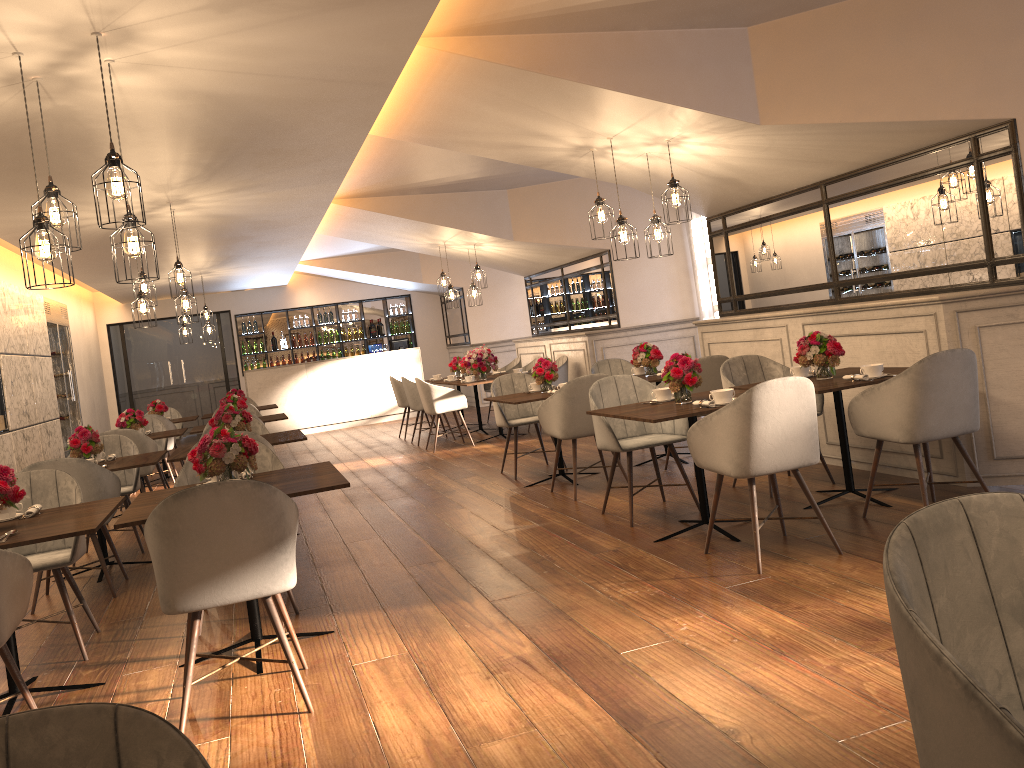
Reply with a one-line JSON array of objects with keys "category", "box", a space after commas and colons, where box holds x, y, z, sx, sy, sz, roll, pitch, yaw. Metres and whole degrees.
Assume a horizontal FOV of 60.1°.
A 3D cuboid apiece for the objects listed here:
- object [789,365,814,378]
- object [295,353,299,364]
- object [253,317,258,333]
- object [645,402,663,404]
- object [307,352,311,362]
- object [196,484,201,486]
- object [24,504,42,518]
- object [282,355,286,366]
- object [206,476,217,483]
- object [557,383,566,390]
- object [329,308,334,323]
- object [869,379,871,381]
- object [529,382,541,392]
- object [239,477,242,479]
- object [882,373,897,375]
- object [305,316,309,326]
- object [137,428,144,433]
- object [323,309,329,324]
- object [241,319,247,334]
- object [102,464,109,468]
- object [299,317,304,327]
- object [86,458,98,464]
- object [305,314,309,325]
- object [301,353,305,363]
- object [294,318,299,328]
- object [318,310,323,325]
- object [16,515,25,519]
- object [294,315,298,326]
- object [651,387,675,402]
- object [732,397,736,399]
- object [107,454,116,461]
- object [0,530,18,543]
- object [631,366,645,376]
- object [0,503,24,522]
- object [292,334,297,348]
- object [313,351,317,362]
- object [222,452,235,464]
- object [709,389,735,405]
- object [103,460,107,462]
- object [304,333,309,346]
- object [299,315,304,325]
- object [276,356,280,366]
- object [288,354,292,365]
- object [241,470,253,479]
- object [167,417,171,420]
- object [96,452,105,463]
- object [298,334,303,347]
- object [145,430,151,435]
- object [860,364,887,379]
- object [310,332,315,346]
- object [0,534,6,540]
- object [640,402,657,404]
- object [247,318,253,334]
[{"category": "object", "box": [1.785, -0.074, 5.475, 0.148, 0.072, 0.149, -5, 4, 41]}, {"category": "object", "box": [-4.045, -0.449, 16.646, 0.066, 0.261, 0.065, -8, 0, -38]}, {"category": "object", "box": [-4.761, -1.104, 16.421, 0.075, 0.310, 0.075, -8, 0, 30]}, {"category": "object", "box": [0.828, 0.110, 5.149, 0.022, 0.004, 0.210, -9, 3, -17]}, {"category": "object", "box": [-3.835, -0.481, 16.711, 0.066, 0.261, 0.065, -8, 0, -38]}, {"category": "object", "box": [-1.469, 0.476, 4.127, 0.043, 0.015, 0.197, -9, 4, -20]}, {"category": "object", "box": [-2.132, 0.565, 3.942, 0.056, 0.039, 0.175, -8, 3, -17]}, {"category": "object", "box": [-4.269, -0.414, 16.576, 0.066, 0.261, 0.065, -8, 0, -38]}, {"category": "object", "box": [-1.372, 0.431, 4.179, 0.149, 0.072, 0.148, -10, 4, -39]}, {"category": "object", "box": [0.425, 0.030, 6.845, 0.148, 0.072, 0.149, -5, 4, 41]}, {"category": "object", "box": [-3.438, -1.307, 16.832, 0.075, 0.310, 0.075, -8, 0, -6]}, {"category": "object", "box": [1.922, -0.034, 4.890, 0.025, 0.024, 0.192, -8, 3, -17]}, {"category": "object", "box": [0.213, 0.025, 7.416, 0.148, 0.072, 0.149, -5, 4, 41]}, {"category": "object", "box": [-1.291, 0.443, 4.193, 0.025, 0.024, 0.192, -8, 3, -17]}, {"category": "object", "box": [2.102, -0.057, 4.956, 0.043, 0.015, 0.197, -9, 4, -20]}, {"category": "object", "box": [-3.866, -1.180, 16.697, 0.070, 0.190, 0.041, -8, 0, -17]}, {"category": "object", "box": [-3.715, 0.479, 8.738, 0.148, 0.072, 0.149, -6, 3, 26]}, {"category": "object", "box": [-3.537, -1.292, 16.801, 0.075, 0.310, 0.075, -8, 0, -6]}, {"category": "object", "box": [-4.959, -1.073, 16.360, 0.075, 0.310, 0.075, -8, 0, 8]}, {"category": "object", "box": [-2.655, 0.541, 5.756, 0.043, 0.015, 0.197, -8, 3, -13]}, {"category": "object", "box": [-3.961, -1.165, 16.668, 0.070, 0.190, 0.041, -8, 0, -17]}, {"category": "object", "box": [-2.753, 0.528, 5.707, 0.149, 0.072, 0.148, -10, 4, -39]}, {"category": "object", "box": [-3.871, -1.216, 16.697, 0.069, 0.208, 0.040, -8, 0, -17]}, {"category": "object", "box": [-3.940, -0.465, 16.678, 0.066, 0.261, 0.065, -8, 0, -38]}, {"category": "object", "box": [-4.057, -1.150, 16.638, 0.070, 0.190, 0.041, -8, 0, -17]}, {"category": "object", "box": [-3.636, -1.277, 16.771, 0.075, 0.310, 0.075, -8, 0, 16]}, {"category": "object", "box": [-2.161, 0.577, 3.923, 0.025, 0.024, 0.192, -8, 3, -17]}, {"category": "object", "box": [-4.061, -1.187, 16.638, 0.069, 0.208, 0.040, -8, 0, -17]}, {"category": "object", "box": [0.890, 0.064, 5.197, 0.148, 0.072, 0.149, -5, 4, 41]}, {"category": "object", "box": [1.207, 0.081, 4.678, 0.043, 0.015, 0.197, -9, 4, -20]}, {"category": "object", "box": [-2.854, 0.523, 6.312, 0.056, 0.039, 0.175, -8, 3, -17]}, {"category": "object", "box": [-1.933, 0.582, 3.387, 0.043, 0.015, 0.197, -8, 3, -13]}, {"category": "object", "box": [1.109, -0.113, 7.694, 0.148, 0.072, 0.149, -5, 4, 41]}, {"category": "object", "box": [-2.242, 0.565, 3.908, 0.149, 0.072, 0.148, -10, 4, -39]}, {"category": "object", "box": [-4.093, -0.808, 16.645, 0.066, 0.261, 0.065, -8, 0, -38]}, {"category": "object", "box": [-3.731, -0.497, 16.743, 0.066, 0.261, 0.065, -8, 0, -38]}, {"category": "object", "box": [-1.228, 0.317, 3.795, 0.077, 0.052, 0.050, -6, 2, 39]}, {"category": "object", "box": [1.101, 0.069, 4.626, 0.148, 0.072, 0.149, -5, 4, 41]}, {"category": "object", "box": [-2.883, 0.535, 6.293, 0.025, 0.024, 0.192, -8, 3, -17]}, {"category": "object", "box": [-3.884, -0.840, 16.710, 0.066, 0.261, 0.065, -8, 0, -38]}, {"category": "object", "box": [-3.966, -1.201, 16.668, 0.069, 0.208, 0.040, -8, 0, -17]}, {"category": "object", "box": [-4.373, -0.398, 16.544, 0.066, 0.261, 0.065, -8, 0, -38]}, {"category": "object", "box": [-4.164, -0.431, 16.609, 0.066, 0.261, 0.065, -8, 0, -38]}, {"category": "object", "box": [-1.262, 0.431, 4.212, 0.056, 0.039, 0.175, -8, 3, -17]}, {"category": "object", "box": [-4.333, 0.437, 11.160, 0.056, 0.039, 0.175, -8, 3, -17]}, {"category": "object", "box": [-2.965, 0.523, 6.278, 0.149, 0.072, 0.148, -10, 4, -39]}, {"category": "object", "box": [-3.989, -0.824, 16.678, 0.066, 0.261, 0.065, -8, 0, -38]}, {"category": "object", "box": [-3.604, 0.479, 8.772, 0.056, 0.039, 0.175, -8, 3, -17]}, {"category": "object", "box": [1.997, -0.069, 4.904, 0.148, 0.072, 0.149, -5, 4, 41]}, {"category": "object", "box": [-3.779, -0.857, 16.743, 0.066, 0.261, 0.065, -8, 0, -38]}, {"category": "object", "box": [-1.960, 0.592, 3.385, 0.022, 0.004, 0.210, -9, 3, -17]}, {"category": "object", "box": [0.800, 0.108, 5.148, 0.043, 0.015, 0.197, -8, 3, -13]}, {"category": "object", "box": [-4.860, -1.088, 16.391, 0.075, 0.310, 0.075, -8, 0, 26]}]
